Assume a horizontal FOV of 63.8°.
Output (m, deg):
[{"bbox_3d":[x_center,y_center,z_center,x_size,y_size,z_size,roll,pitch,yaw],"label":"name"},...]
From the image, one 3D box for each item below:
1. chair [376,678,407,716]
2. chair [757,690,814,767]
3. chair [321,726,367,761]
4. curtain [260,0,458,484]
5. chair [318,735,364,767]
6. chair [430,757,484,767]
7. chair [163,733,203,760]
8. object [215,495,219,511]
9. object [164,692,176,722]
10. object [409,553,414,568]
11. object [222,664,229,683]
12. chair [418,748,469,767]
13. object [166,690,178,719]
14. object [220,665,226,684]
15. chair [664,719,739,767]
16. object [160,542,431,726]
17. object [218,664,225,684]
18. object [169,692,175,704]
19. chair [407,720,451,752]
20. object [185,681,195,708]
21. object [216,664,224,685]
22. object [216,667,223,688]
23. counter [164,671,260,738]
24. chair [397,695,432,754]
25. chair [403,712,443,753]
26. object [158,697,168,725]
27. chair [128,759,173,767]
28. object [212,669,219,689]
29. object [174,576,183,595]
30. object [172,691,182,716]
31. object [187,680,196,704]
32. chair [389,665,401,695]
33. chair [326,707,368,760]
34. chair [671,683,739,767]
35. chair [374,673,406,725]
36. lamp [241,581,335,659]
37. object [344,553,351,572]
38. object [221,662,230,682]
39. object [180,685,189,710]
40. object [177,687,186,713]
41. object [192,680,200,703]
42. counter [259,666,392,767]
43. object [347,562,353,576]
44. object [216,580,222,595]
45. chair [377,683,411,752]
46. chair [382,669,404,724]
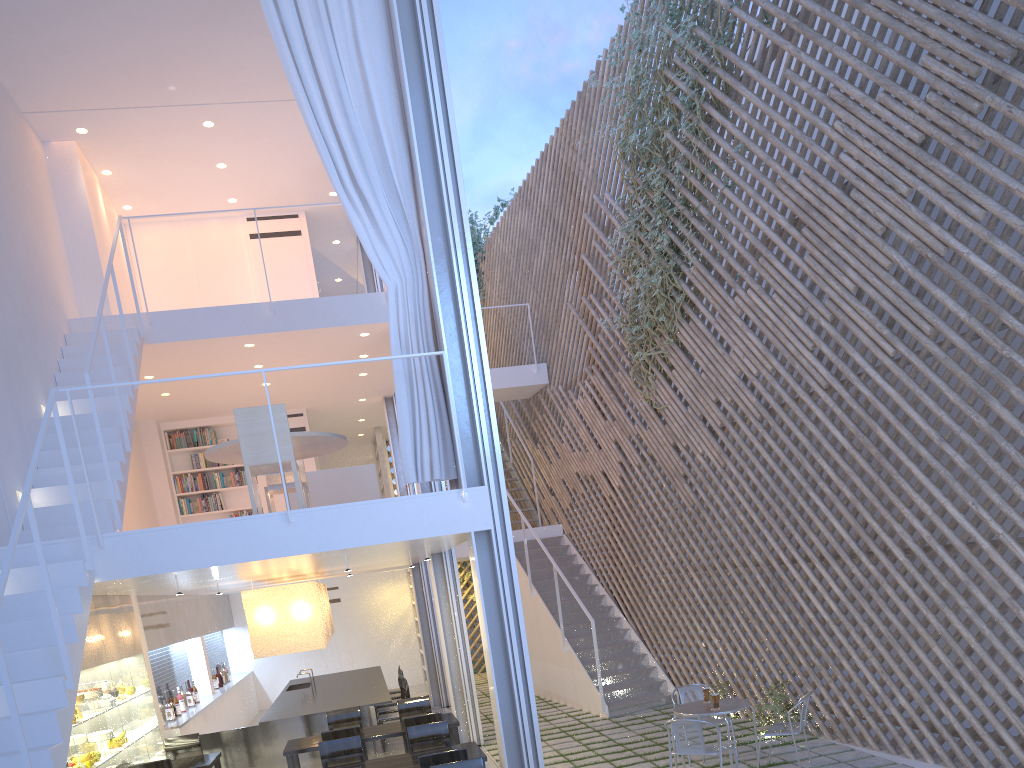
[{"bbox_3d":[-0.843,2.326,5.866,0.237,0.445,0.187,-9,6,-12],"label":"chair"},{"bbox_3d":[1.226,1.554,3.665,0.254,0.385,0.252,-6,3,29],"label":"chair"},{"bbox_3d":[-0.842,1.952,4.216,0.190,0.445,0.235,-9,4,-11],"label":"chair"},{"bbox_3d":[-0.622,-0.802,3.021,0.509,2.460,0.094,-9,9,-12],"label":"curtain"},{"bbox_3d":[-0.746,1.824,3.712,0.190,0.445,0.235,-9,4,-11],"label":"chair"},{"bbox_3d":[-0.151,1.552,2.890,0.190,0.445,0.235,-9,4,-11],"label":"chair"},{"bbox_3d":[-1.807,2.165,4.543,0.190,0.445,0.235,-9,4,-11],"label":"chair"},{"bbox_3d":[-2.367,0.965,6.628,0.006,0.131,0.071,-10,4,-13],"label":"object"},{"bbox_3d":[-2.041,1.783,4.327,0.046,0.286,2.041,-10,-12,-13],"label":"object"},{"bbox_3d":[-0.547,0.953,4.450,0.029,0.080,0.028,-8,7,0],"label":"object"},{"bbox_3d":[-2.626,2.645,7.518,0.045,0.190,0.044,-9,8,-11],"label":"object"},{"bbox_3d":[-0.260,1.665,3.320,0.190,0.445,0.235,-9,4,-11],"label":"chair"},{"bbox_3d":[-2.049,1.794,4.373,0.105,0.285,2.117,-9,-12,-11],"label":"object"},{"bbox_3d":[-2.631,2.633,7.461,0.046,0.190,0.043,-2,10,35],"label":"object"},{"bbox_3d":[0.801,1.580,3.512,0.268,0.385,0.238,-6,3,34],"label":"chair"},{"bbox_3d":[-1.306,1.393,4.258,1.654,0.818,1.885,-6,-9,-13],"label":"object"},{"bbox_3d":[-2.619,2.608,7.390,0.045,0.206,0.045,-9,8,-9],"label":"object"},{"bbox_3d":[-2.086,1.808,4.413,0.066,0.286,2.193,-10,-12,-13],"label":"object"},{"bbox_3d":[-0.347,1.782,3.778,0.190,0.445,0.235,-9,4,-11],"label":"chair"},{"bbox_3d":[-2.331,2.237,5.937,0.045,0.206,0.045,-9,8,-9],"label":"object"},{"bbox_3d":[-2.600,2.585,7.305,0.046,0.207,0.044,-9,8,-11],"label":"object"},{"bbox_3d":[-2.556,2.551,7.163,0.043,0.197,0.045,-11,9,-20],"label":"object"},{"bbox_3d":[-2.435,2.762,6.788,0.230,0.428,3.720,-9,-12,-13],"label":"counter"},{"bbox_3d":[-0.530,2.025,4.739,0.190,0.445,0.235,-9,4,-11],"label":"chair"},{"bbox_3d":[-0.443,1.909,4.281,0.190,0.445,0.235,-9,4,-11],"label":"chair"},{"bbox_3d":[-2.055,1.769,4.258,0.045,0.286,1.913,-10,-12,-12],"label":"object"},{"bbox_3d":[-1.714,2.040,4.052,0.190,0.445,0.235,-9,4,-11],"label":"chair"},{"bbox_3d":[-2.550,2.533,7.058,0.040,0.185,0.042,-15,11,-40],"label":"object"},{"bbox_3d":[-1.348,0.812,3.318,0.029,0.080,0.028,-8,7,0],"label":"object"},{"bbox_3d":[-2.050,1.786,4.343,0.058,0.290,2.484,-10,-12,-12],"label":"object"},{"bbox_3d":[-2.381,2.285,6.098,0.043,0.197,0.045,-11,9,-20],"label":"object"},{"bbox_3d":[-1.021,2.576,6.858,0.238,0.446,0.186,-9,6,-9],"label":"chair"},{"bbox_3d":[-0.929,2.068,4.673,0.190,0.445,0.235,-9,4,-11],"label":"chair"},{"bbox_3d":[0.947,1.699,4.129,0.260,0.385,0.245,-8,3,-11],"label":"chair"},{"bbox_3d":[-0.916,2.411,6.194,0.236,0.445,0.187,-9,6,-15],"label":"chair"},{"bbox_3d":[-1.615,1.734,6.171,0.443,0.418,2.359,-8,-12,-12],"label":"lamp"},{"bbox_3d":[-0.689,0.741,3.426,0.029,0.080,0.028,-8,7,0],"label":"object"},{"bbox_3d":[-2.648,2.653,7.576,0.048,0.206,0.043,-3,10,30],"label":"object"},{"bbox_3d":[-2.322,2.215,5.811,0.046,0.190,0.043,-2,10,36],"label":"object"},{"bbox_3d":[-2.292,2.182,5.690,0.043,0.189,0.042,-9,8,-10],"label":"object"},{"bbox_3d":[-2.378,2.307,6.169,0.040,0.185,0.042,-15,11,-40],"label":"object"},{"bbox_3d":[-1.353,2.525,6.331,0.807,0.370,2.577,-6,-12,-12],"label":"counter"},{"bbox_3d":[-0.873,0.988,4.397,0.029,0.080,0.028,-8,7,0],"label":"object"},{"bbox_3d":[-1.533,1.058,4.288,0.029,0.080,0.028,-8,7,0],"label":"object"},{"bbox_3d":[-0.785,2.242,5.535,0.238,0.445,0.186,-9,6,-9],"label":"chair"},{"bbox_3d":[-0.961,2.493,6.527,0.237,0.445,0.187,-9,6,-13],"label":"chair"}]
